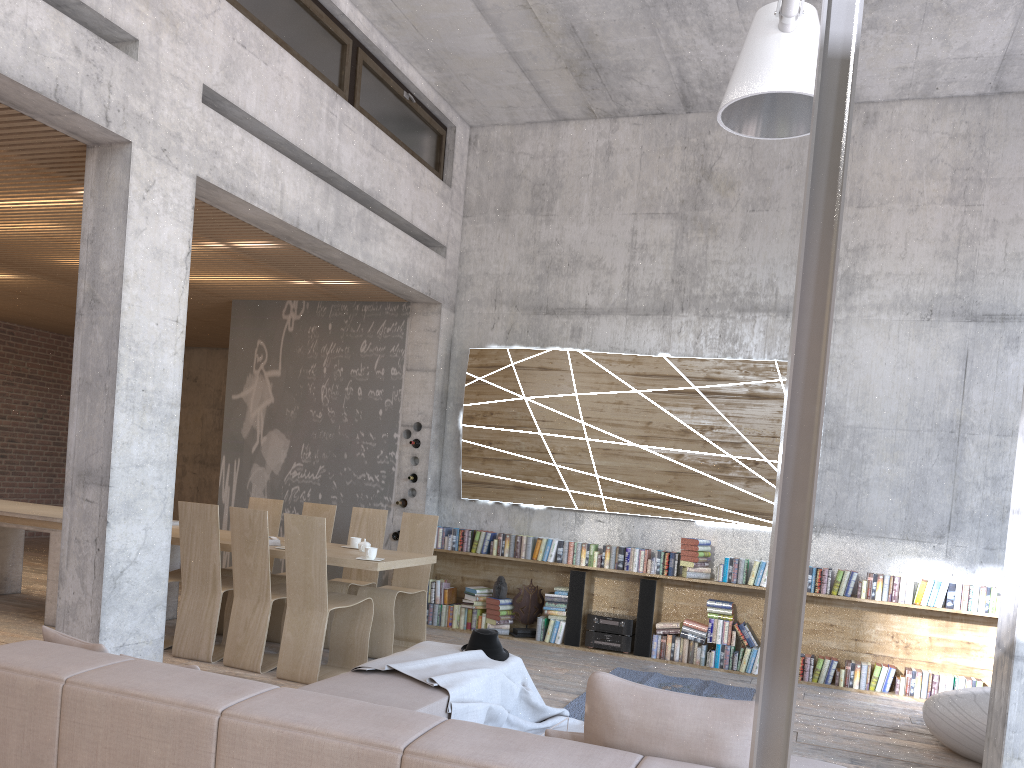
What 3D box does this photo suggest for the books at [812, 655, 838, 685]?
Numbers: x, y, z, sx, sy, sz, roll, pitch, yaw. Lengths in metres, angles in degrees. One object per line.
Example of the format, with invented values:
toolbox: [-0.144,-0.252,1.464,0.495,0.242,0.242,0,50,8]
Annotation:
books: [2.745,2.511,7.701,0.198,0.228,0.190,4,-1,20]

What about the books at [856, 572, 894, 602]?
books: [3.122,1.741,7.546,0.277,0.221,0.210,4,-2,19]

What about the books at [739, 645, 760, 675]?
books: [2.160,2.476,7.875,0.198,0.228,0.190,4,-1,20]

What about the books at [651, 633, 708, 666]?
books: [1.561,2.446,8.138,0.492,0.238,0.243,3,-3,20]

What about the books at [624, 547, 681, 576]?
books: [1.314,1.660,8.198,0.488,0.220,0.216,3,-2,20]

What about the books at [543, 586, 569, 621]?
books: [0.455,2.135,8.544,0.250,0.323,0.219,5,-1,22]

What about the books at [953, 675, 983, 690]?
books: [3.813,2.556,7.277,0.275,0.221,0.171,4,-1,21]

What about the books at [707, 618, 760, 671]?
books: [2.006,2.366,7.954,0.450,0.449,0.215,4,0,20]

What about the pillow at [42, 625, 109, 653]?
pillow: [-1.635,1.122,3.349,0.360,0.367,0.188,4,0,25]

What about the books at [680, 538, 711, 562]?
books: [1.680,1.520,8.020,0.188,0.210,0.248,4,-3,42]

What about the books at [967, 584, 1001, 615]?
books: [3.910,1.781,7.235,0.275,0.221,0.171,4,-1,21]

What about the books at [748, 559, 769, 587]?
books: [2.227,1.692,7.843,0.198,0.228,0.190,4,-1,20]

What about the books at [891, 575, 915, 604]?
books: [3.317,1.746,7.449,0.155,0.221,0.190,5,-1,20]

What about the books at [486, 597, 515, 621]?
books: [-0.114,2.224,8.679,0.188,0.210,0.248,4,-3,42]

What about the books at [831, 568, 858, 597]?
books: [2.895,1.730,7.639,0.198,0.228,0.190,4,-1,20]

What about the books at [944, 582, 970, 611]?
books: [3.706,1.770,7.307,0.155,0.221,0.155,5,-1,20]

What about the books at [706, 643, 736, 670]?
books: [1.904,2.466,7.979,0.226,0.221,0.216,4,-2,20]

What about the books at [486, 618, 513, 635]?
books: [-0.136,2.400,8.696,0.262,0.151,0.247,7,-4,-24]

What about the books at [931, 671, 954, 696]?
books: [3.615,2.549,7.382,0.155,0.221,0.190,5,-1,20]

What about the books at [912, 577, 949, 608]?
books: [3.521,1.754,7.375,0.248,0.229,0.190,4,-1,20]

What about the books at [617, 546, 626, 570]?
books: [1.050,1.652,8.315,0.055,0.221,0.190,6,-1,21]

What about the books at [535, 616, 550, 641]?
books: [0.301,2.393,8.590,0.074,0.221,0.206,5,-1,21]

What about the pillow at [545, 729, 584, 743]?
pillow: [0.271,1.268,2.807,0.377,0.373,0.168,5,1,-7]

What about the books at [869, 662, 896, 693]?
books: [3.193,2.534,7.572,0.198,0.228,0.190,4,-1,20]

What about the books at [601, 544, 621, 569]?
books: [0.954,1.650,8.358,0.154,0.221,0.206,5,-2,20]

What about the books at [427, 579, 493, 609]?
books: [-0.539,2.137,8.895,0.713,0.262,0.302,2,-3,25]

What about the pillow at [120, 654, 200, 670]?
pillow: [-1.263,1.178,3.236,0.369,0.359,0.187,4,0,20]

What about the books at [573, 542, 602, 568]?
books: [0.734,1.635,8.387,0.275,0.221,0.171,4,-1,21]

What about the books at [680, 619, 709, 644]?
books: [1.672,2.260,8.014,0.243,0.192,0.155,4,-1,20]

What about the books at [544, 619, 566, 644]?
books: [0.441,2.398,8.522,0.198,0.228,0.190,4,-1,20]

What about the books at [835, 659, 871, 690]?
books: [2.958,2.520,7.614,0.277,0.221,0.210,4,-2,19]

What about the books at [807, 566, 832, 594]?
books: [2.557,1.715,7.748,0.488,0.220,0.216,3,-2,20]

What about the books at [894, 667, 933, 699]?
books: [3.421,2.545,7.480,0.277,0.221,0.210,4,-2,19]

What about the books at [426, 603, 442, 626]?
books: [-0.828,2.342,8.976,0.272,0.221,0.206,4,-2,20]

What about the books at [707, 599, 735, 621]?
books: [1.905,2.063,8.002,0.238,0.161,0.191,4,-3,20]

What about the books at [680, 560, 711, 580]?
books: [1.677,1.700,8.030,0.286,0.150,0.221,7,-4,-22]

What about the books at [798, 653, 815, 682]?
books: [2.458,2.498,7.796,0.416,0.220,0.206,3,-2,20]

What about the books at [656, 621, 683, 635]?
books: [1.468,2.268,8.151,0.233,0.140,0.193,3,-4,21]

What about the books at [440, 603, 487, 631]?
books: [-0.458,2.353,8.873,0.492,0.238,0.243,3,-3,20]

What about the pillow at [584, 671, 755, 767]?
pillow: [0.486,1.162,2.617,0.561,0.558,0.222,4,1,22]

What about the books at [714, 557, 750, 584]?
books: [1.992,1.683,7.939,0.277,0.221,0.210,4,-2,19]
